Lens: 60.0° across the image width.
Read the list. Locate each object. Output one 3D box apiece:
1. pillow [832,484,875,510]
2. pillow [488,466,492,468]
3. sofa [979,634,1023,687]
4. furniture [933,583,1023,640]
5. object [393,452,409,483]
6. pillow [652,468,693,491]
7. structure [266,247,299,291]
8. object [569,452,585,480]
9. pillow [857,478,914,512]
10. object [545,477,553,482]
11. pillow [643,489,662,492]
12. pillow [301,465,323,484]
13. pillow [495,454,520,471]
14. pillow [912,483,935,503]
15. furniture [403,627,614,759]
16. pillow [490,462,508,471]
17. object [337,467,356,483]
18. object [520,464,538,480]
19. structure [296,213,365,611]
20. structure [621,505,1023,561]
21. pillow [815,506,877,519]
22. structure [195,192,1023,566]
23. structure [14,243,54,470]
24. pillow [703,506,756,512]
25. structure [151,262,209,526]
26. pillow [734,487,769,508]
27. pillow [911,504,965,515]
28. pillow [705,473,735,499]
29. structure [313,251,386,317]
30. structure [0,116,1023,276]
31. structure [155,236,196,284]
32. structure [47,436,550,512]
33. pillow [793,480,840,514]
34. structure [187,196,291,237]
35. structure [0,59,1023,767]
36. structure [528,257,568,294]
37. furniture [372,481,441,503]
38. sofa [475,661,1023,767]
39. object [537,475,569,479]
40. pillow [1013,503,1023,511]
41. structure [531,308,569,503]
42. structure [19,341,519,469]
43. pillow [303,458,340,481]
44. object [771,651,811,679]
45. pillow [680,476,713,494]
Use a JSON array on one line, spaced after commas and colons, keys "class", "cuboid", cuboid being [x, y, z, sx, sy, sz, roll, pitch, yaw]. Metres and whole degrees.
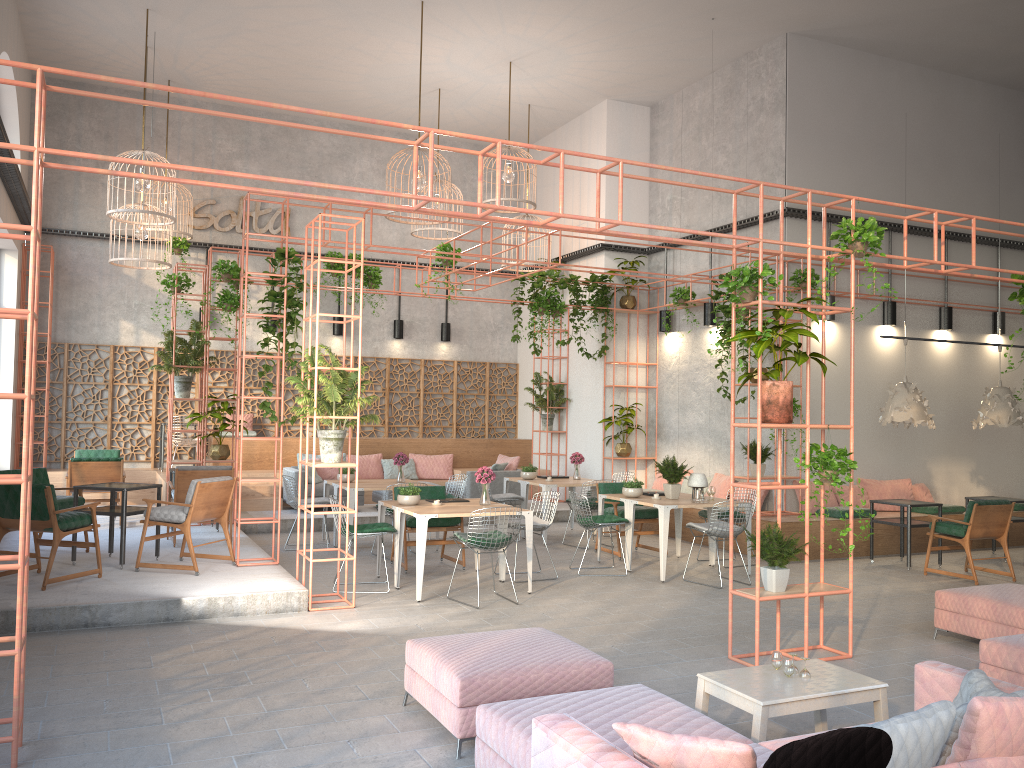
[{"class": "pillow", "cuboid": [4.871, 1.641, 12.669, 0.666, 0.385, 0.289, 2, -2, -29]}, {"class": "pillow", "cuboid": [-0.428, 1.532, 15.393, 0.441, 0.317, 0.479, 3, -3, -43]}, {"class": "sofa", "cuboid": [4.295, 1.732, 5.281, 2.219, 0.672, 1.960, 2, -2, -25]}, {"class": "furniture", "cuboid": [4.135, 1.902, 7.172, 0.976, 0.446, 0.941, 2, -2, -25]}, {"class": "object", "cuboid": [-1.519, 1.137, 12.104, 0.225, 0.414, 0.213, 2, -2, -32]}, {"class": "pillow", "cuboid": [2.631, 1.616, 14.583, 0.276, 0.474, 0.839, 2, -2, -34]}, {"class": "structure", "cuboid": [-4.013, -2.070, 15.632, 0.605, 0.972, 0.587, 2, -2, -26]}, {"class": "object", "cuboid": [0.969, 1.223, 13.251, 0.225, 0.414, 0.213, 2, -2, -32]}, {"class": "pillow", "cuboid": [5.460, 1.615, 12.918, 0.839, 0.474, 0.276, 1, -2, -4]}, {"class": "object", "cuboid": [0.540, 1.373, 12.839, 0.115, 0.078, 0.115, 2, -2, -19]}, {"class": "pillow", "cuboid": [2.213, 1.791, 14.467, 0.491, 0.149, 0.637, 2, -2, -24]}, {"class": "pillow", "cuboid": [-3.201, 1.456, 14.276, 0.307, 0.324, 0.499, 1, -2, 10]}, {"class": "pillow", "cuboid": [-0.134, 1.473, 15.399, 0.273, 0.476, 0.836, 2, -2, -24]}, {"class": "pillow", "cuboid": [6.034, 1.681, 13.206, 0.666, 0.385, 0.289, 2, -2, -29]}, {"class": "furniture", "cuboid": [-0.039, 1.758, 5.247, 0.976, 0.446, 0.941, 2, -2, -25]}, {"class": "pillow", "cuboid": [-0.288, 1.501, 14.961, 0.308, 0.349, 0.495, 0, -2, 25]}, {"class": "object", "cuboid": [-2.231, 1.202, 11.954, 0.252, 0.247, 0.247, 2, -2, -25]}, {"class": "object", "cuboid": [0.250, 1.288, 13.099, 0.254, 0.247, 0.248, 2, -2, -25]}, {"class": "structure", "cuboid": [-1.723, 0.254, 8.376, 0.424, 3.602, 0.624, 2, -2, -25]}, {"class": "structure", "cuboid": [5.083, 2.141, 14.405, 5.831, 0.500, 4.386, 2, -2, -25]}, {"class": "pillow", "cuboid": [4.551, 1.754, 12.076, 0.637, 0.149, 0.491, 2, -2, -24]}, {"class": "structure", "cuboid": [2.719, -0.061, 13.651, 14.096, 4.345, 4.501, 2, -2, -26]}, {"class": "structure", "cuboid": [-7.685, -0.416, 14.280, 0.424, 3.591, 0.624, 2, -2, -25]}, {"class": "pillow", "cuboid": [3.079, 1.744, 12.592, 0.491, 0.149, 0.637, 2, -2, -24]}, {"class": "structure", "cuboid": [-4.648, 0.131, 12.252, 0.722, 3.623, 0.748, 2, -2, -25]}, {"class": "pillow", "cuboid": [3.418, 1.620, 12.826, 0.289, 0.385, 0.666, 2, -2, -29]}, {"class": "pillow", "cuboid": [6.122, 1.808, 12.800, 0.637, 0.149, 0.491, 2, -2, -24]}, {"class": "pillow", "cuboid": [3.129, 1.585, 13.402, 0.276, 0.474, 0.839, 1, -2, -4]}, {"class": "structure", "cuboid": [-2.955, -1.876, 16.064, 1.434, 1.290, 0.670, 2, -2, -25]}, {"class": "structure", "cuboid": [2.021, -2.477, 10.866, 15.203, 0.110, 15.603, 2, -2, -25]}, {"class": "structure", "cuboid": [-5.636, -2.126, 14.883, 0.605, 0.972, 0.587, 2, -2, -26]}, {"class": "structure", "cuboid": [-3.266, 1.497, 14.935, 9.152, 1.111, 3.396, 2, -2, -25]}, {"class": "pillow", "cuboid": [4.279, 1.576, 12.421, 0.839, 0.474, 0.276, 2, -2, -34]}, {"class": "structure", "cuboid": [-4.933, -3.072, 16.109, 1.807, 0.695, 0.087, 2, -2, -25]}, {"class": "structure", "cuboid": [4.429, 0.274, 6.114, 14.689, 4.247, 4.157, 2, -2, -25]}, {"class": "structure", "cuboid": [0.653, -1.974, 16.506, 0.903, 0.803, 0.934, 0, -2, 37]}, {"class": "furniture", "cuboid": [-1.724, 1.844, 14.658, 0.975, 0.446, 0.941, 2, -2, -25]}, {"class": "sofa", "cuboid": [1.087, 1.622, 3.802, 2.219, 0.672, 1.960, 2, -2, -25]}, {"class": "object", "cuboid": [0.626, 1.416, 13.506, 0.427, 0.031, 0.268, 2, -2, -25]}, {"class": "pillow", "cuboid": [7.731, 1.864, 13.542, 0.637, 0.149, 0.491, 2, -2, -24]}, {"class": "structure", "cuboid": [0.708, 0.375, 16.550, 0.424, 3.596, 0.624, 2, -2, -25]}, {"class": "structure", "cuboid": [-3.675, 0.496, 16.611, 9.782, 2.103, 0.132, 2, -2, -25]}, {"class": "pillow", "cuboid": [-3.112, 1.421, 14.649, 0.666, 0.385, 0.289, 2, -2, -24]}, {"class": "object", "cuboid": [1.485, 1.521, 4.729, 0.156, 0.145, 0.199, 1, -2, -10]}, {"class": "pillow", "cuboid": [2.880, 1.649, 13.989, 0.289, 0.385, 0.666, 2, -2, -29]}]
